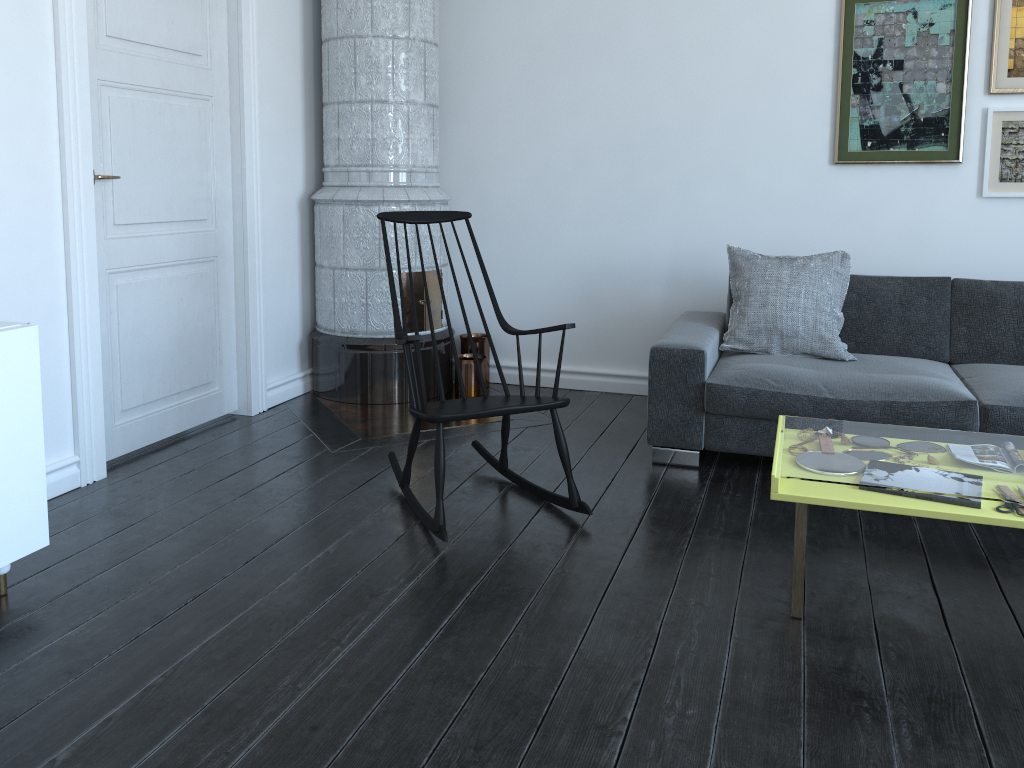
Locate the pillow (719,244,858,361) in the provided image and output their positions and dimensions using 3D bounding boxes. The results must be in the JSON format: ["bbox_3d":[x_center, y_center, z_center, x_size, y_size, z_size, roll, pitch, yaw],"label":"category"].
[{"bbox_3d":[1.916,-0.296,3.635,2.061,0.485,0.485,6,11,23],"label":"pillow"}]

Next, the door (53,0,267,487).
[{"bbox_3d":[-1.428,-0.965,3.645,0.116,2.440,1.185,3,8,18],"label":"door"}]

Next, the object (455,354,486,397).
[{"bbox_3d":[-0.221,-0.045,4.658,0.174,0.196,0.174,2,9,8],"label":"object"}]

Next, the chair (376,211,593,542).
[{"bbox_3d":[-0.167,-0.096,3.122,0.614,0.990,0.918,-4,10,-26],"label":"chair"}]

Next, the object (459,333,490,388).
[{"bbox_3d":[-0.203,-0.127,4.835,0.173,0.277,0.178,3,9,18],"label":"object"}]

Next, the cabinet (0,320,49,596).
[{"bbox_3d":[-1.697,0.307,1.903,0.591,0.723,1.221,3,12,18],"label":"cabinet"}]

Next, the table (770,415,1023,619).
[{"bbox_3d":[1.403,0.413,2.276,1.403,0.393,0.610,5,12,18],"label":"table"}]

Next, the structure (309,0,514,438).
[{"bbox_3d":[-0.579,-1.347,4.420,0.780,2.850,1.285,-3,8,-26],"label":"structure"}]

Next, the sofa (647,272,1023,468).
[{"bbox_3d":[1.818,-0.047,3.581,2.377,0.713,1.102,5,12,18],"label":"sofa"}]
